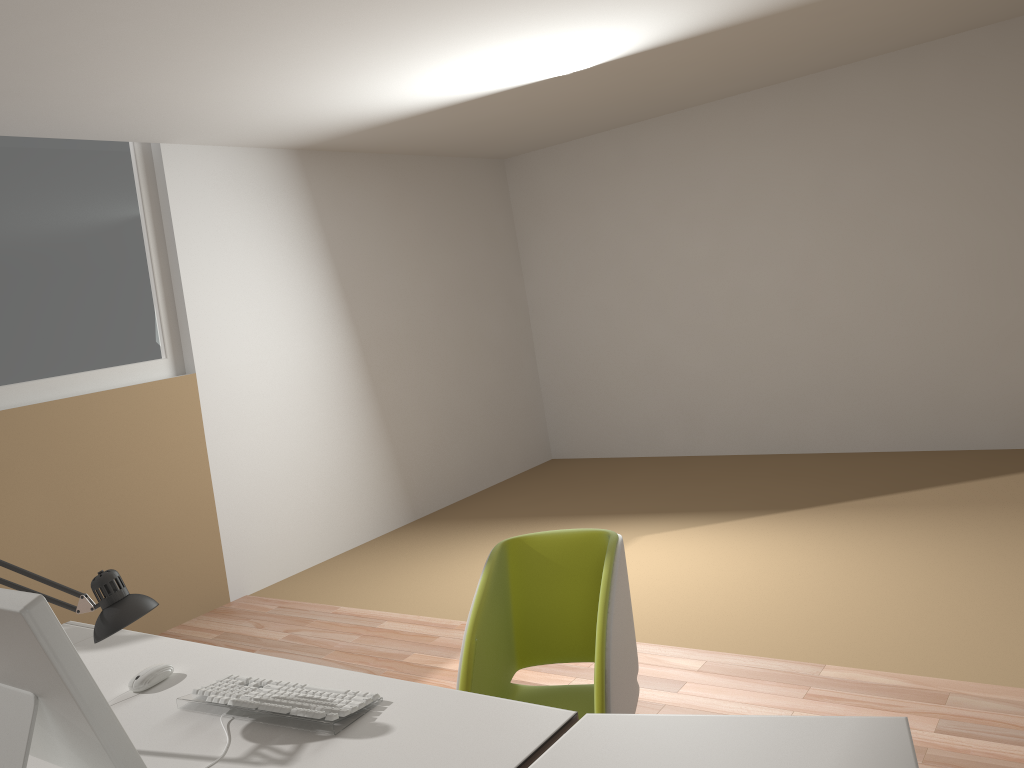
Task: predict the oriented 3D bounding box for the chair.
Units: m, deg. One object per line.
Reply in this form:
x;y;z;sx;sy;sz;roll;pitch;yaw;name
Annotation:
0.121;0.835;2.114;0.619;0.810;0.601;-9;1;12;chair

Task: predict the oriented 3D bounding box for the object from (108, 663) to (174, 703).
-0.849;0.722;1.931;0.140;0.079;0.374;-8;6;16;object

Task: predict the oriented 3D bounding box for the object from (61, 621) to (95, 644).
-1.383;1.116;2.394;0.305;0.676;0.628;-9;2;37;object

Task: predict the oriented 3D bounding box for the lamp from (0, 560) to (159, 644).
-1.018;0.556;1.878;0.539;0.530;0.140;-9;-1;1;lamp

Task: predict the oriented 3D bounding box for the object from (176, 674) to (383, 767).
-0.550;0.695;1.726;0.452;0.080;0.392;-6;7;32;object

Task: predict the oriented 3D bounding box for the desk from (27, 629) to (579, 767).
-0.697;1.061;1.738;1.588;0.687;0.814;-6;4;37;desk

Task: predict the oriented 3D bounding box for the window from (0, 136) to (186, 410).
-3.082;-0.613;3.608;0.045;1.796;3.678;-10;3;37;window

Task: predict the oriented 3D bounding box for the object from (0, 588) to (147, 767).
-0.836;0.540;1.499;0.462;0.432;0.199;-7;1;37;object

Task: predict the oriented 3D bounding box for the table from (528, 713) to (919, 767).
0.308;0.964;1.097;0.804;0.688;0.937;-7;4;34;table
